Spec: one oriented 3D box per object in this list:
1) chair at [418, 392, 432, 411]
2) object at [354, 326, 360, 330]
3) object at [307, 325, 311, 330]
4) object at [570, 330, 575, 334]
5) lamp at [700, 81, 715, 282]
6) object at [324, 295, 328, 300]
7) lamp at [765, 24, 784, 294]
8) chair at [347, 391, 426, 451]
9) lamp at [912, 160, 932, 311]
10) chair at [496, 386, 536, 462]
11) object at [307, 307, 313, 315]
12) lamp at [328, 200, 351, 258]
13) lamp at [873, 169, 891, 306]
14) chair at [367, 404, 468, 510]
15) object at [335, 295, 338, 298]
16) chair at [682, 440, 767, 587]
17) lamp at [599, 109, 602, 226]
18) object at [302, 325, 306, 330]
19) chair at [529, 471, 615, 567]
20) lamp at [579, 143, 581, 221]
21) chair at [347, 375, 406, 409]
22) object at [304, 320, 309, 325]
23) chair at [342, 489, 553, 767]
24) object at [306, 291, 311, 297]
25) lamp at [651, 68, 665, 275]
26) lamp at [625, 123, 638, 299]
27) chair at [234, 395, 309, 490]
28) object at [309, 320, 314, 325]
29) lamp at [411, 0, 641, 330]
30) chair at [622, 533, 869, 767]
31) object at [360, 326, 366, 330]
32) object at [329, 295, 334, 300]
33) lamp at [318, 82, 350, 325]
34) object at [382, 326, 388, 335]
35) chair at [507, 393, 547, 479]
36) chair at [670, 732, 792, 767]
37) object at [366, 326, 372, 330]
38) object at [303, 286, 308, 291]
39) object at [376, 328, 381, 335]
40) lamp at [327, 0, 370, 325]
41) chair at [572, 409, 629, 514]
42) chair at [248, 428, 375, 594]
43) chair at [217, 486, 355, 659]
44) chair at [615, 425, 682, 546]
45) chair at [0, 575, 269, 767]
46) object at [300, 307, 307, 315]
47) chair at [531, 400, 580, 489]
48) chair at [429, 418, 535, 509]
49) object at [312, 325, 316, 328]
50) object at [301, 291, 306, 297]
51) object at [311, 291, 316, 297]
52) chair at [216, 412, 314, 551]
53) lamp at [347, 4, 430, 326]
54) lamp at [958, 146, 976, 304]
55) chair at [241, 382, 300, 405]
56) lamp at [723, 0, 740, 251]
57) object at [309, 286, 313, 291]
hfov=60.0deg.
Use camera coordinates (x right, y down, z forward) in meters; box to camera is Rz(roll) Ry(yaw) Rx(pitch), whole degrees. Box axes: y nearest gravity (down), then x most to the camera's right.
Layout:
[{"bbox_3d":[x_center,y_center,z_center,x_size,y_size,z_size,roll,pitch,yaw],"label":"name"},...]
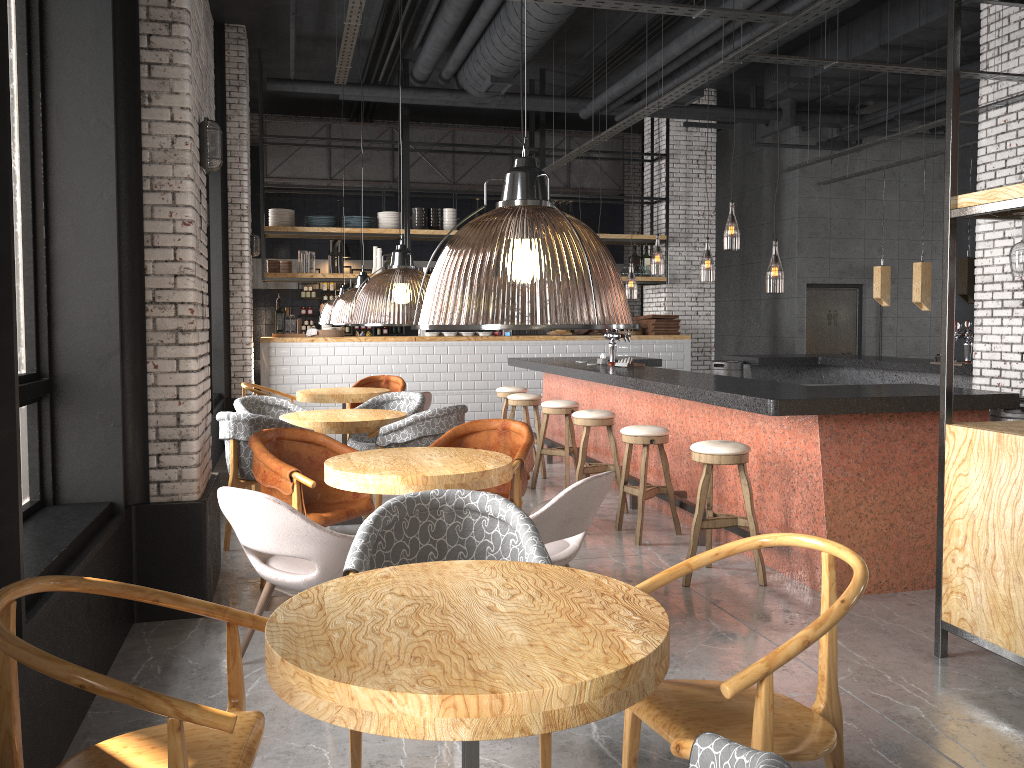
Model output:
[{"bbox_3d":[-1.165,0.485,8.630,0.802,0.849,0.771,2,4,35],"label":"chair"},{"bbox_3d":[-2.636,-0.992,15.032,0.100,0.139,0.088,-1,3,-13],"label":"object"},{"bbox_3d":[-3.396,-0.947,14.820,0.071,0.083,0.071,-2,4,-24],"label":"object"},{"bbox_3d":[1.091,-0.936,15.839,0.079,0.079,0.281,-1,4,-14],"label":"object"},{"bbox_3d":[1.401,-1.461,6.336,0.108,1.460,0.108,-3,4,-42],"label":"lamp"},{"bbox_3d":[-3.121,-1.448,14.865,0.071,0.083,0.071,0,3,11],"label":"object"},{"bbox_3d":[1.559,-1.336,5.229,0.108,1.597,0.108,1,3,18],"label":"lamp"},{"bbox_3d":[-0.976,0.541,7.345,0.681,0.928,0.644,2,4,30],"label":"chair"},{"bbox_3d":[4.296,-1.568,9.266,0.127,1.605,0.127,-1,3,-14],"label":"lamp"},{"bbox_3d":[-0.046,0.428,9.512,0.481,0.805,0.439,3,4,45],"label":"chair"},{"bbox_3d":[-3.378,-1.223,14.835,0.100,0.139,0.088,-1,3,-13],"label":"object"},{"bbox_3d":[-2.882,-2.580,14.766,0.390,0.936,0.391,-1,3,-12],"label":"lamp"},{"bbox_3d":[4.138,-1.641,9.895,0.127,1.545,0.127,-1,3,-14],"label":"lamp"},{"bbox_3d":[-0.608,0.606,6.393,0.644,0.928,0.682,2,4,30],"label":"chair"},{"bbox_3d":[-2.947,-1.451,14.908,0.071,0.083,0.071,-2,4,-24],"label":"object"},{"bbox_3d":[1.231,0.732,5.077,0.439,0.805,0.481,2,4,35],"label":"chair"},{"bbox_3d":[0.810,-1.740,8.212,0.108,1.597,0.108,1,3,18],"label":"lamp"},{"bbox_3d":[-3.473,-0.946,14.801,0.071,0.083,0.071,0,3,-4],"label":"object"},{"bbox_3d":[0.075,0.797,4.084,0.802,0.849,0.771,2,4,35],"label":"chair"},{"bbox_3d":[0.667,-1.581,8.793,0.108,1.597,0.108,1,3,18],"label":"lamp"},{"bbox_3d":[-1.425,0.379,9.698,0.681,0.928,0.644,0,3,8],"label":"chair"},{"bbox_3d":[-3.431,-1.030,14.812,0.071,0.083,0.071,0,3,11],"label":"object"},{"bbox_3d":[-0.187,0.847,2.896,0.681,0.928,0.644,0,3,-5],"label":"chair"},{"bbox_3d":[-3.395,-1.500,14.794,0.076,0.111,0.076,0,3,6],"label":"object"},{"bbox_3d":[1.137,-1.650,6.903,0.108,1.597,0.108,1,3,18],"label":"lamp"},{"bbox_3d":[1.025,-1.529,7.602,0.108,1.597,0.108,-2,3,-32],"label":"lamp"},{"bbox_3d":[-1.895,0.564,7.044,0.644,0.928,0.682,2,4,30],"label":"chair"},{"bbox_3d":[-3.355,-1.031,14.825,0.071,0.083,0.071,1,4,26],"label":"object"},{"bbox_3d":[0.029,-1.330,2.034,0.537,2.403,0.537,1,3,28],"label":"lamp"},{"bbox_3d":[0.651,0.888,2.329,0.644,0.920,0.613,-1,3,-22],"label":"chair"},{"bbox_3d":[-2.531,-0.994,15.059,0.100,0.139,0.088,-1,3,-13],"label":"object"},{"bbox_3d":[-3.030,-1.449,14.888,0.071,0.083,0.071,-2,4,-24],"label":"object"},{"bbox_3d":[-1.683,-1.799,8.870,0.537,2.403,0.537,1,3,28],"label":"lamp"},{"bbox_3d":[-2.168,-0.914,15.153,0.100,0.139,0.088,-1,3,-13],"label":"object"},{"bbox_3d":[0.147,0.493,8.573,0.481,0.805,0.439,-3,4,-40],"label":"chair"},{"bbox_3d":[0.109,0.956,1.312,0.681,0.928,0.644,-1,3,-15],"label":"chair"},{"bbox_3d":[-2.431,-0.996,15.084,0.100,0.139,0.088,-1,3,-13],"label":"object"},{"bbox_3d":[-3.439,-1.596,14.778,0.071,0.083,0.071,-2,4,-24],"label":"object"},{"bbox_3d":[-2.272,-0.896,15.106,0.076,0.111,0.076,3,4,41],"label":"object"},{"bbox_3d":[-1.121,-1.645,6.625,0.537,2.403,0.537,1,3,28],"label":"lamp"},{"bbox_3d":[0.596,0.605,6.941,0.439,0.805,0.481,-3,4,-40],"label":"chair"},{"bbox_3d":[-1.122,0.715,4.831,0.644,0.928,0.682,2,4,28],"label":"chair"},{"bbox_3d":[-0.864,0.815,3.853,0.771,0.849,0.803,2,4,35],"label":"chair"},{"bbox_3d":[0.905,0.685,6.199,0.481,0.805,0.439,-2,4,-35],"label":"chair"},{"bbox_3d":[-0.905,0.912,2.034,0.644,0.920,0.613,-1,3,-7],"label":"chair"},{"bbox_3d":[-3.484,-1.221,14.809,0.100,0.139,0.088,-1,3,-13],"label":"object"},{"bbox_3d":[0.388,0.541,7.873,0.439,0.805,0.481,1,3,25],"label":"chair"},{"bbox_3d":[-0.132,0.689,5.175,0.681,0.928,0.644,1,3,23],"label":"chair"},{"bbox_3d":[-3.317,-0.949,14.840,0.071,0.083,0.071,0,3,11],"label":"object"},{"bbox_3d":[-3.475,-1.499,14.774,0.076,0.111,0.076,0,3,-4],"label":"object"},{"bbox_3d":[-3.315,-1.502,14.816,0.076,0.111,0.076,-1,3,-19],"label":"object"},{"bbox_3d":[-1.733,0.632,6.058,0.681,0.928,0.644,2,4,30],"label":"chair"},{"bbox_3d":[-0.546,-1.488,4.330,0.537,2.403,0.537,1,3,28],"label":"lamp"},{"bbox_3d":[4.454,-1.554,8.634,0.127,1.545,0.127,-1,3,-14],"label":"lamp"},{"bbox_3d":[-2.455,0.440,8.906,0.644,0.920,0.613,-1,3,-7],"label":"chair"},{"bbox_3d":[1.428,-1.670,5.738,0.108,1.597,0.108,1,3,18],"label":"lamp"},{"bbox_3d":[-3.360,-1.598,14.797,0.071,0.083,0.071,0,3,11],"label":"object"}]
